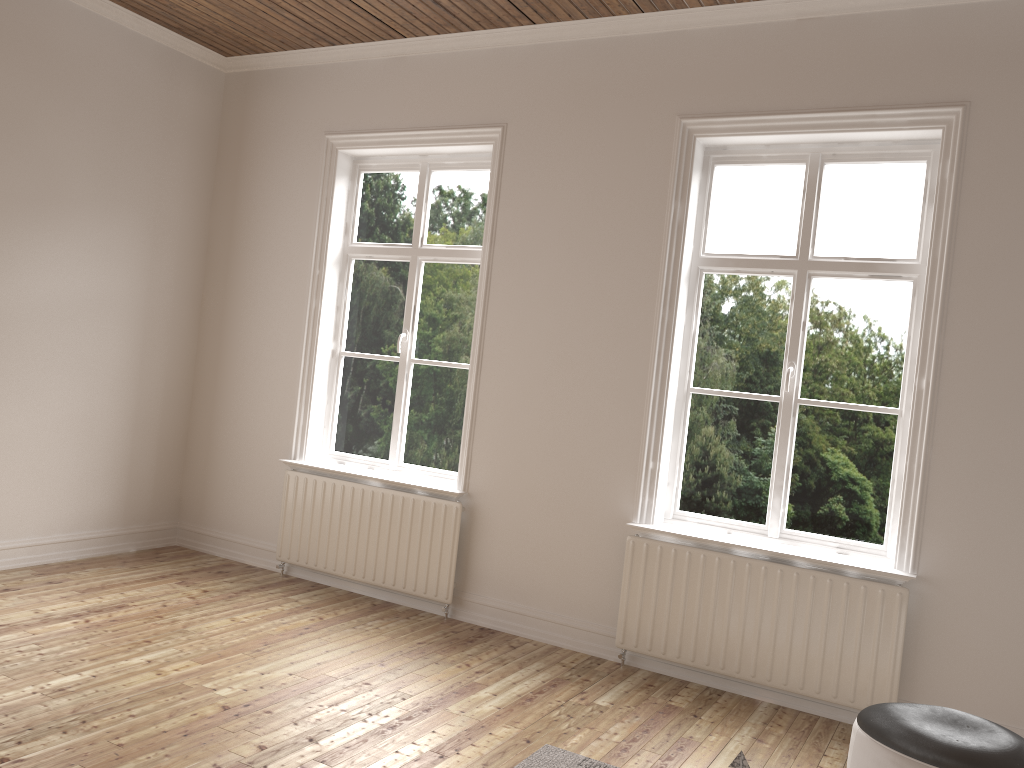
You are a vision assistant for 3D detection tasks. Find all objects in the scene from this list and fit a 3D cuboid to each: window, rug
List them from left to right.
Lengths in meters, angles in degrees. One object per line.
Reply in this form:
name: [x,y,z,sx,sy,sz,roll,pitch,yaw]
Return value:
window: [-0.603,-0.391,5.105,1.055,1.872,0.120,6,1,28]
window: [1.295,-0.177,4.076,1.055,1.872,0.120,6,1,28]
rug: [0.673,1.361,1.595,2.474,0.003,2.254,6,1,28]

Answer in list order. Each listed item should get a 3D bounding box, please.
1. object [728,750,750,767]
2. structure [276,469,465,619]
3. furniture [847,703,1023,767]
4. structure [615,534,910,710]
object: [0.506,0.932,2.002,0.109,0.213,0.108,6,1,-37]
structure: [-0.822,0.965,4.914,1.223,0.829,0.085,6,1,28]
furniture: [1.244,1.199,2.572,0.518,0.430,0.518,6,1,-41]
structure: [1.044,1.175,3.903,1.223,0.829,0.095,6,1,28]
